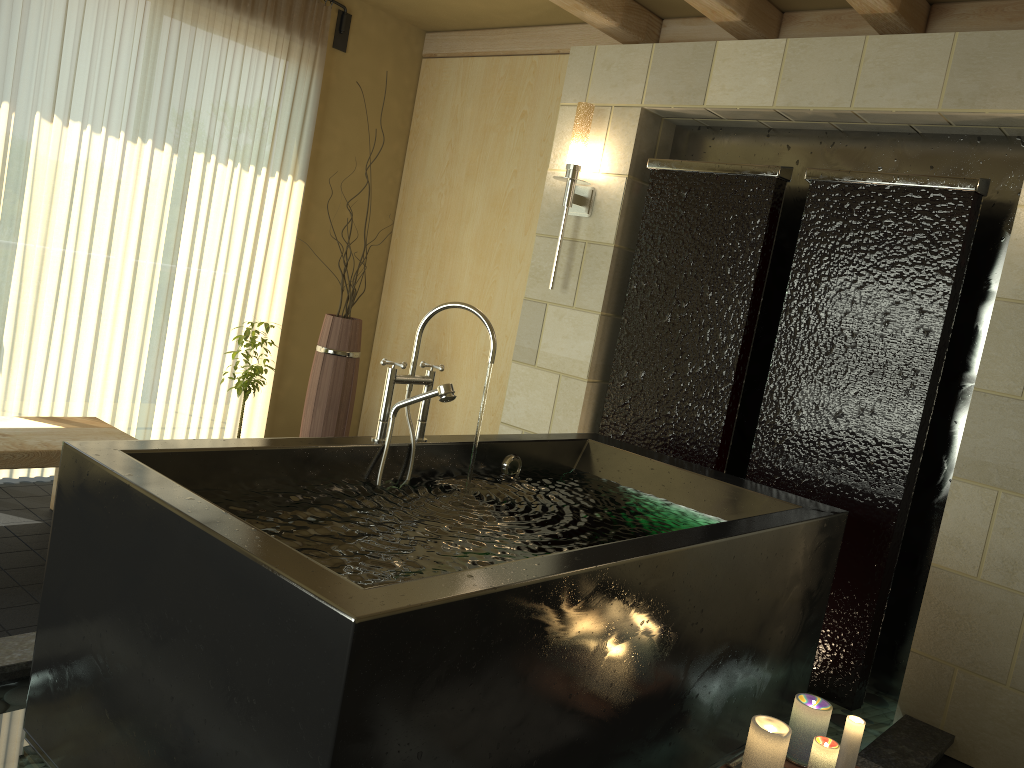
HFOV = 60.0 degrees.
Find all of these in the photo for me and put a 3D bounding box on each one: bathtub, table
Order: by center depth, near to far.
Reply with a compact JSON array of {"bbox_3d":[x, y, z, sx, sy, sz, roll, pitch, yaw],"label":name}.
[{"bbox_3d":[0.029,0.400,2.521,1.070,1.160,2.131,16,8,39],"label":"bathtub"},{"bbox_3d":[-1.992,0.373,3.243,0.514,0.399,1.124,16,8,39],"label":"table"}]

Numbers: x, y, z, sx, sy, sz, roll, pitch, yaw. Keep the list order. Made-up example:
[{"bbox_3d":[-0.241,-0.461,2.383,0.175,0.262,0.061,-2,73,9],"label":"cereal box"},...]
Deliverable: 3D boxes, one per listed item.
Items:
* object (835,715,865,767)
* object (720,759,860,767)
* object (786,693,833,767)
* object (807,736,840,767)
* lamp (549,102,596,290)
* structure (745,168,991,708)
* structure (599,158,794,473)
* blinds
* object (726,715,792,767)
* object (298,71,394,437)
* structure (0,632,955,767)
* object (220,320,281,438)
[{"bbox_3d":[0.847,0.911,2.223,0.056,0.151,0.056,15,7,40],"label":"object"},{"bbox_3d":[0.686,0.979,2.183,0.255,0.031,0.441,16,8,39],"label":"object"},{"bbox_3d":[0.759,0.887,2.276,0.112,0.154,0.112,15,7,35],"label":"object"},{"bbox_3d":[0.729,0.910,2.094,0.091,0.139,0.091,15,7,35],"label":"object"},{"bbox_3d":[0.259,-0.840,4.006,0.176,0.836,0.188,15,7,40],"label":"lamp"},{"bbox_3d":[1.205,0.229,3.347,0.642,2.064,0.094,15,7,40],"label":"structure"},{"bbox_3d":[0.667,0.074,3.808,0.642,2.064,0.094,15,7,40],"label":"structure"},{"bbox_3d":[-1.713,-0.820,4.226,0.064,2.576,1.943,15,7,38],"label":"blinds"},{"bbox_3d":[0.621,0.890,2.165,0.131,0.124,0.131,16,8,39],"label":"object"},{"bbox_3d":[-0.880,-0.457,4.425,0.468,2.177,0.463,11,6,0],"label":"object"},{"bbox_3d":[0.197,1.149,2.908,1.976,0.635,3.798,16,8,39],"label":"structure"},{"bbox_3d":[-1.249,0.143,4.101,0.242,0.928,0.267,9,6,-12],"label":"object"}]
